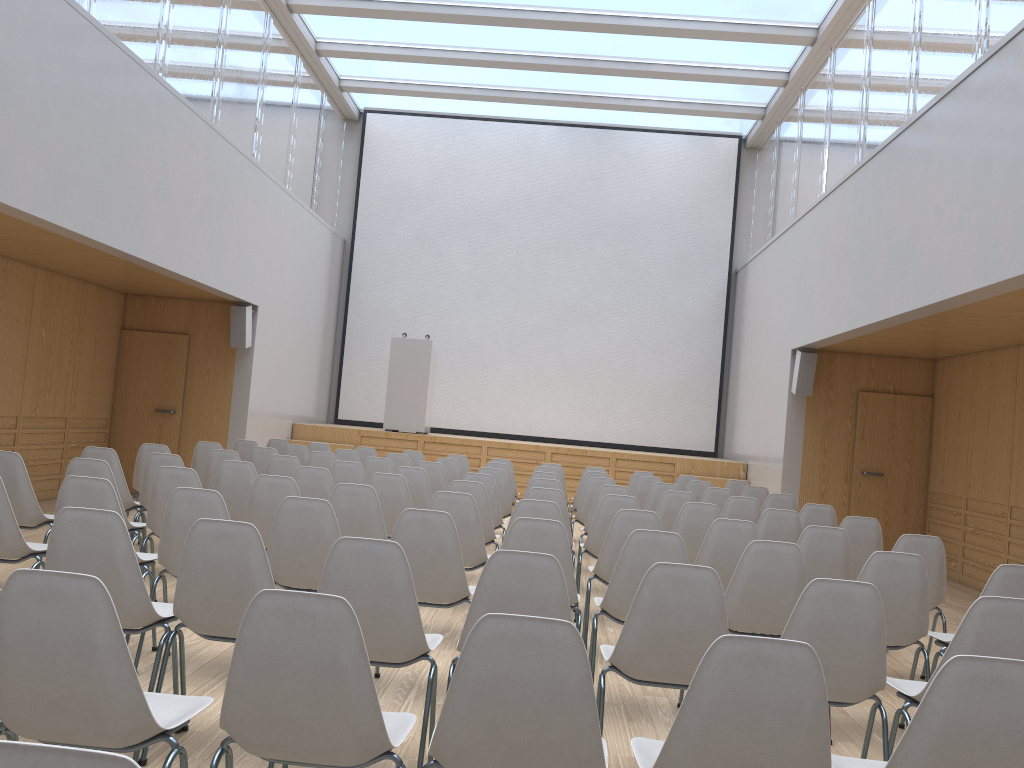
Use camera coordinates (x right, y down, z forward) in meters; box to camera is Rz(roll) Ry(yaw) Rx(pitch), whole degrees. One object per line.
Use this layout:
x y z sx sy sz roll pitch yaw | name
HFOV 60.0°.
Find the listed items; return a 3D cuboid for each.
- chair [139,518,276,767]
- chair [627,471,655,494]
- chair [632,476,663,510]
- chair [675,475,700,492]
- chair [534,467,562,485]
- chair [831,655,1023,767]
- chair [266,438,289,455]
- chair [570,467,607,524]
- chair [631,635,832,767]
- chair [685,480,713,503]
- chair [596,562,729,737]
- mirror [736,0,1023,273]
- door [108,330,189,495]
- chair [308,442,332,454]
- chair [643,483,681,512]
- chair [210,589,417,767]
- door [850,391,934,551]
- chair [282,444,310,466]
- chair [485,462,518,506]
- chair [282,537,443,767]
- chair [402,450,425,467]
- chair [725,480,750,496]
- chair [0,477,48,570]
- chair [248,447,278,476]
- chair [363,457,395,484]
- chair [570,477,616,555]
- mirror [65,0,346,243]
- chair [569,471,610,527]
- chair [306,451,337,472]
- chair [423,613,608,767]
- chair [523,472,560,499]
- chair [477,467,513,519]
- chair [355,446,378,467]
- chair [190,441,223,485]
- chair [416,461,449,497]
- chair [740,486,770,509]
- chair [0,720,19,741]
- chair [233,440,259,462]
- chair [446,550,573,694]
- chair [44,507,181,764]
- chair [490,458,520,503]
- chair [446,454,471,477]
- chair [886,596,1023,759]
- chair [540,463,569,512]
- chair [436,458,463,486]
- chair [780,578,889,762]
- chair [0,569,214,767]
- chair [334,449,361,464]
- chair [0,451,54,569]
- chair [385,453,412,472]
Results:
-1.014 0.917 3.294 0.479 0.876 0.506 5 -2 3 | chair
1.449 1.426 10.137 0.479 0.876 0.506 5 -2 3 | chair
1.364 1.375 9.101 0.479 0.876 0.506 5 -2 3 | chair
1.952 1.471 10.138 0.479 0.876 0.506 5 -2 3 | chair
0.332 1.290 9.225 0.479 0.876 0.506 5 -2 3 | chair
1.046 1.050 2.183 0.479 0.876 0.506 5 -2 3 | chair
-2.687 1.075 10.359 0.479 0.876 0.506 5 -2 3 | chair
0.915 1.382 10.184 0.479 0.876 0.506 5 -2 3 | chair
0.533 1.005 2.182 0.479 0.876 0.506 5 -2 3 | chair
1.874 1.420 9.132 0.479 0.876 0.506 5 -2 3 | chair
0.552 1.050 3.200 0.479 0.876 0.506 5 -2 3 | chair
3.459 -3.279 5.755 0.253 2.089 17.829 5 -2 3 | mirror
-4.546 0.363 10.992 0.873 2.024 0.108 5 -2 3 | door
-2.200 1.113 10.251 0.479 0.876 0.506 5 -2 3 | chair
1.356 1.333 8.141 0.479 0.876 0.506 5 -2 3 | chair
-0.498 0.917 2.238 0.479 0.876 0.506 5 -2 3 | chair
4.494 1.132 10.506 0.873 2.024 0.108 5 -2 3 | door
-2.237 1.070 9.334 0.479 0.876 0.506 5 -2 3 | chair
-0.173 1.246 9.224 0.479 0.876 0.506 5 -2 3 | chair
-0.496 0.957 3.156 0.479 0.876 0.506 5 -2 3 | chair
-1.145 1.206 10.276 0.479 0.876 0.506 5 -2 3 | chair
2.492 1.515 10.081 0.479 0.876 0.506 5 -2 3 | chair
-2.516 0.831 4.347 0.479 0.876 0.506 5 -2 3 | chair
-2.274 1.022 8.295 0.479 0.876 0.506 5 -2 3 | chair
-1.231 1.112 8.260 0.479 0.876 0.506 5 -2 3 | chair
0.782 1.282 8.131 0.479 0.876 0.506 5 -2 3 | chair
-3.298 -3.854 6.118 0.253 2.089 17.829 5 -2 3 | mirror
0.837 1.331 9.169 0.479 0.876 0.506 5 -2 3 | chair
-1.755 1.069 8.336 0.479 0.876 0.506 5 -2 3 | chair
0.011 0.960 2.191 0.479 0.876 0.506 5 -2 3 | chair
0.276 1.242 8.217 0.479 0.876 0.506 5 -2 3 | chair
-0.204 1.196 8.143 0.479 0.876 0.506 5 -2 3 | chair
-1.683 1.158 10.265 0.479 0.876 0.506 5 -2 3 | chair
-2.809 0.979 8.383 0.479 0.876 0.506 5 -2 3 | chair
-0.758 1.153 8.255 0.479 0.876 0.506 5 -2 3 | chair
2.407 1.463 9.044 0.479 0.876 0.506 5 -2 3 | chair
-1.527 0.830 2.311 0.479 0.876 0.506 5 -2 3 | chair
-2.762 1.027 9.391 0.479 0.876 0.506 5 -2 3 | chair
0.018 1.002 3.170 0.479 0.876 0.506 5 -2 3 | chair
-1.480 0.877 3.291 0.479 0.876 0.506 5 -2 3 | chair
-0.146 1.290 10.203 0.479 0.876 0.506 5 -2 3 | chair
-0.646 1.249 10.278 0.479 0.876 0.506 5 -2 3 | chair
1.583 1.135 3.086 0.479 0.876 0.506 5 -2 3 | chair
0.420 1.337 10.152 0.479 0.876 0.506 5 -2 3 | chair
-0.673 1.201 9.210 0.479 0.876 0.506 5 -2 3 | chair
1.069 1.093 3.154 0.479 0.876 0.506 5 -2 3 | chair
-1.050 0.868 2.227 0.479 0.876 0.506 5 -2 3 | chair
-1.714 1.113 9.266 0.479 0.876 0.506 5 -2 3 | chair
-2.982 0.835 5.373 0.479 0.876 0.506 5 -2 3 | chair
-1.192 1.160 9.297 0.479 0.876 0.506 5 -2 3 | chair
